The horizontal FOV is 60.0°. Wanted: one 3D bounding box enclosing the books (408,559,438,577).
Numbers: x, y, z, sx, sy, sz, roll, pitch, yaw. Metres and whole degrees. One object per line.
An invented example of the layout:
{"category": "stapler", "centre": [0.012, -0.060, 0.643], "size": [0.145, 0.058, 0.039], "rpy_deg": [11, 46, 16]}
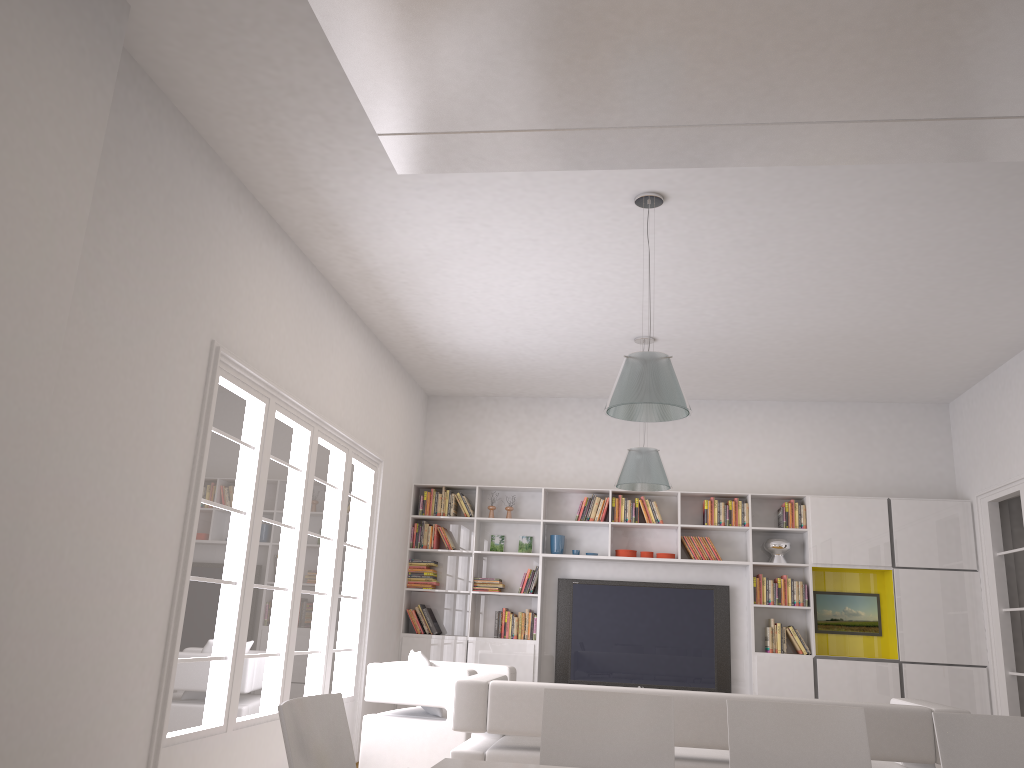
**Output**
{"category": "books", "centre": [-0.896, 1.859, 8.938], "size": [0.252, 0.154, 0.206], "rpy_deg": [1, -16, 8]}

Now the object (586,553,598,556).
{"category": "object", "centre": [0.787, 1.686, 8.739], "size": [0.124, 0.032, 0.123], "rpy_deg": [5, -15, -6]}

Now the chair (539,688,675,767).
{"category": "chair", "centre": [0.298, 1.516, 2.896], "size": [0.561, 0.936, 0.572], "rpy_deg": [1, -16, 8]}

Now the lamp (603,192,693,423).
{"category": "lamp", "centre": [0.747, -0.449, 4.854], "size": [0.464, 1.257, 0.462], "rpy_deg": [1, -16, 7]}

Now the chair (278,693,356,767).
{"category": "chair", "centre": [-0.327, 1.307, 2.247], "size": [0.575, 0.936, 0.558], "rpy_deg": [1, -16, 8]}

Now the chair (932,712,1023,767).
{"category": "chair", "centre": [1.647, 1.534, 2.706], "size": [0.561, 0.936, 0.572], "rpy_deg": [1, -16, 8]}

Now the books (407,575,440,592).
{"category": "books", "centre": [-0.888, 2.002, 8.894], "size": [0.284, 0.154, 0.206], "rpy_deg": [1, -16, 8]}

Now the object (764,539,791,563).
{"category": "object", "centre": [2.555, 1.616, 8.526], "size": [0.256, 0.240, 0.255], "rpy_deg": [-1, -16, 15]}

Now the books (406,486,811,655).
{"category": "books", "centre": [0.892, 1.792, 8.698], "size": [3.862, 1.464, 0.234], "rpy_deg": [1, -16, 8]}

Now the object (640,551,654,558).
{"category": "object", "centre": [1.321, 1.682, 8.680], "size": [0.128, 0.073, 0.128], "rpy_deg": [2, -16, 5]}

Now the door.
{"category": "door", "centre": [4.157, 2.098, 7.235], "size": [0.139, 2.468, 1.003], "rpy_deg": [1, -16, 8]}

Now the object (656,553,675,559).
{"category": "object", "centre": [1.497, 1.683, 8.636], "size": [0.182, 0.054, 0.182], "rpy_deg": [2, -15, 5]}

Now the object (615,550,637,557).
{"category": "object", "centre": [1.120, 1.673, 8.710], "size": [0.210, 0.073, 0.210], "rpy_deg": [8, -16, -16]}

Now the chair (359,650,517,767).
{"category": "chair", "centre": [-0.502, 2.449, 6.541], "size": [0.801, 0.916, 1.090], "rpy_deg": [-2, -16, 17]}

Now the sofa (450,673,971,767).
{"category": "sofa", "centre": [1.020, 2.116, 4.856], "size": [2.622, 0.853, 0.818], "rpy_deg": [1, -16, 8]}

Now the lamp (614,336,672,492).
{"category": "lamp", "centre": [1.080, 0.226, 7.268], "size": [0.464, 1.257, 0.462], "rpy_deg": [1, -16, 7]}

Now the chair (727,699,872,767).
{"category": "chair", "centre": [0.953, 1.525, 2.804], "size": [0.561, 0.936, 0.572], "rpy_deg": [1, -16, 8]}

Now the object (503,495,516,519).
{"category": "object", "centre": [-0.060, 1.262, 9.037], "size": [0.179, 0.261, 0.119], "rpy_deg": [-6, -18, 28]}

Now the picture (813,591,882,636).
{"category": "picture", "centre": [3.180, 2.177, 8.413], "size": [0.609, 0.390, 0.007], "rpy_deg": [1, -16, 8]}

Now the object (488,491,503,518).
{"category": "object", "centre": [-0.180, 1.247, 9.040], "size": [0.120, 0.280, 0.178], "rpy_deg": [-1, -16, 13]}

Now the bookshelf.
{"category": "bookshelf", "centre": [1.607, 2.294, 8.487], "size": [5.365, 2.494, 0.387], "rpy_deg": [1, -16, 8]}

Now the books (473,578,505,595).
{"category": "books", "centre": [-0.225, 2.011, 8.800], "size": [0.284, 0.154, 0.206], "rpy_deg": [1, -16, 8]}

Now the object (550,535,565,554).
{"category": "object", "centre": [0.449, 1.604, 8.810], "size": [0.147, 0.193, 0.146], "rpy_deg": [4, -16, -2]}

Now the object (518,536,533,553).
{"category": "object", "centre": [0.137, 1.632, 8.970], "size": [0.144, 0.191, 0.051], "rpy_deg": [1, -16, 8]}

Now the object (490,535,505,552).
{"category": "object", "centre": [-0.149, 1.628, 9.010], "size": [0.144, 0.191, 0.051], "rpy_deg": [1, -16, 8]}

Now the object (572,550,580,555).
{"category": "object", "centre": [0.633, 1.673, 8.764], "size": [0.078, 0.056, 0.078], "rpy_deg": [-7, -18, 32]}

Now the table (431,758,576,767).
{"category": "table", "centre": [0.875, 1.415, 2.031], "size": [2.411, 0.726, 1.204], "rpy_deg": [1, -16, 8]}

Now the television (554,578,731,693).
{"category": "television", "centre": [1.254, 2.469, 8.551], "size": [1.660, 1.094, 0.081], "rpy_deg": [1, -16, 8]}

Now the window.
{"category": "window", "centre": [-1.505, 1.425, 5.982], "size": [0.195, 2.542, 3.331], "rpy_deg": [1, -16, 8]}
